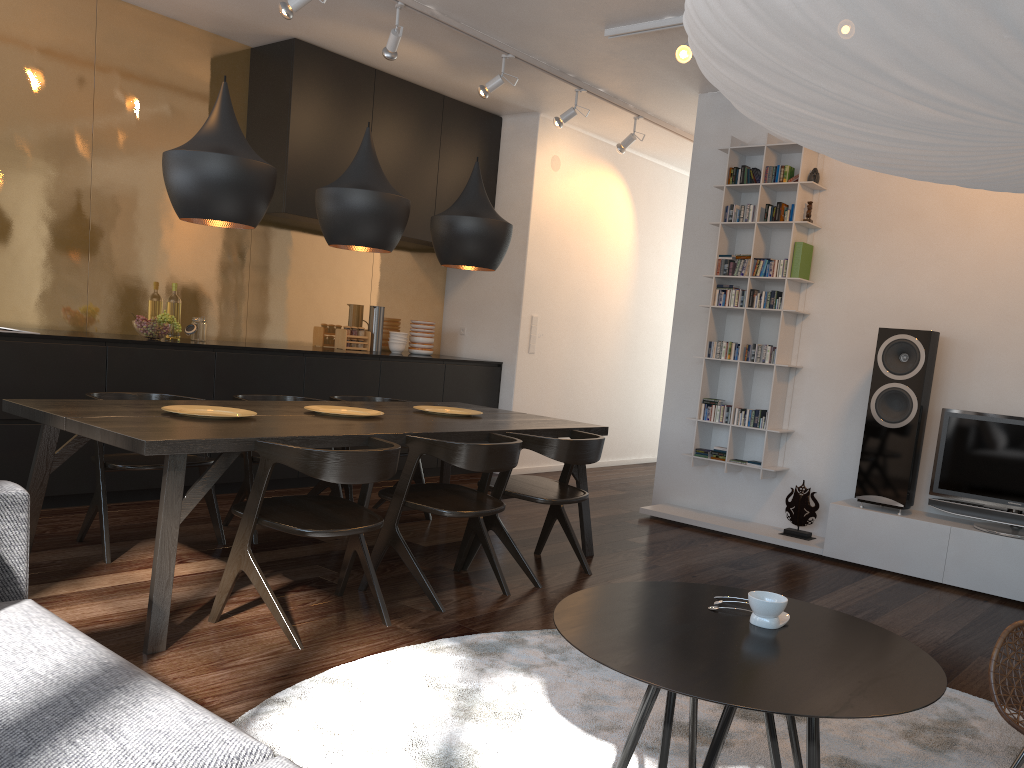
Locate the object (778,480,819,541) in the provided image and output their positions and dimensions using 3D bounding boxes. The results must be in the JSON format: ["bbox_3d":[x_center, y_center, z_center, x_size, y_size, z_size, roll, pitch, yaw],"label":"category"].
[{"bbox_3d":[1.746,0.751,5.340,0.211,0.353,0.121,10,8,40],"label":"object"}]

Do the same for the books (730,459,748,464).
[{"bbox_3d":[1.445,0.490,5.576,0.111,0.012,0.093,8,4,40],"label":"books"}]

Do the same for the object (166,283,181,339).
[{"bbox_3d":[-2.095,-0.454,5.475,0.092,0.342,0.091,6,7,7],"label":"object"}]

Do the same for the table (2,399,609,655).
[{"bbox_3d":[-0.747,0.478,4.008,1.099,0.684,2.499,9,5,40],"label":"table"}]

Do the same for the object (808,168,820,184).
[{"bbox_3d":[1.795,-1.231,5.251,0.064,0.102,0.059,7,6,16],"label":"object"}]

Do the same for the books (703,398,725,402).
[{"bbox_3d":[1.300,0.103,5.679,0.111,0.012,0.093,8,4,40],"label":"books"}]

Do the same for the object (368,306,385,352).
[{"bbox_3d":[-1.025,-0.419,6.733,0.113,0.342,0.164,12,9,43],"label":"object"}]

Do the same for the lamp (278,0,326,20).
[{"bbox_3d":[-0.995,-1.875,4.254,0.250,0.242,0.084,6,7,6],"label":"lamp"}]

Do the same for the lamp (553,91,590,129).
[{"bbox_3d":[0.405,-1.831,5.924,0.250,0.242,0.084,7,7,15],"label":"lamp"}]

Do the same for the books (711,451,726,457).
[{"bbox_3d":[1.329,0.443,5.623,0.106,0.023,0.069,8,4,40],"label":"books"}]

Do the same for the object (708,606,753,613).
[{"bbox_3d":[0.545,0.556,2.174,0.124,0.010,0.026,6,4,6],"label":"object"}]

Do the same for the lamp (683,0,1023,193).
[{"bbox_3d":[0.987,-0.440,1.294,1.471,0.211,1.459,5,3,-14],"label":"lamp"}]

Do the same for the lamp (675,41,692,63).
[{"bbox_3d":[0.888,-1.707,4.431,0.085,0.242,0.249,8,6,22],"label":"lamp"}]

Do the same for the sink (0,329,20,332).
[{"bbox_3d":[-2.025,-0.282,5.177,0.479,0.246,3.412,8,4,39],"label":"sink"}]

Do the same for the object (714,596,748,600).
[{"bbox_3d":[0.599,0.554,2.253,0.167,0.015,0.015,7,5,27],"label":"object"}]

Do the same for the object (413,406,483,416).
[{"bbox_3d":[-0.324,0.140,4.486,0.353,0.017,0.356,8,4,43],"label":"object"}]

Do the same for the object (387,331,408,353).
[{"bbox_3d":[-0.883,-0.321,6.836,0.158,0.161,0.153,3,6,-22],"label":"object"}]

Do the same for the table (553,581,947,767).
[{"bbox_3d":[0.493,0.802,2.025,0.841,0.476,0.847,9,5,42],"label":"table"}]

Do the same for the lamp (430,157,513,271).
[{"bbox_3d":[-0.194,-0.850,4.394,0.411,0.545,0.407,5,6,-3],"label":"lamp"}]

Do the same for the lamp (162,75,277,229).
[{"bbox_3d":[-1.093,-0.878,3.326,0.411,0.545,0.407,4,6,-17],"label":"lamp"}]

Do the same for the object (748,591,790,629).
[{"bbox_3d":[0.619,0.536,2.104,0.139,0.069,0.091,2,5,-38],"label":"object"}]

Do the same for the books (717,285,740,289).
[{"bbox_3d":[1.369,-0.612,5.597,0.111,0.022,0.096,8,4,40],"label":"books"}]

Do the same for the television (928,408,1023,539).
[{"bbox_3d":[2.620,0.473,4.553,0.345,0.605,0.782,2,6,-32],"label":"television"}]

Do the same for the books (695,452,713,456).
[{"bbox_3d":[1.241,0.449,5.701,0.091,0.014,0.069,8,4,40],"label":"books"}]

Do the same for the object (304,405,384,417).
[{"bbox_3d":[-0.754,0.126,3.975,0.354,0.017,0.354,7,3,21],"label":"object"}]

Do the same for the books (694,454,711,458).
[{"bbox_3d":[1.239,0.463,5.702,0.098,0.015,0.074,8,4,40],"label":"books"}]

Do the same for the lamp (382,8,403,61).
[{"bbox_3d":[-0.916,-1.122,5.547,0.089,1.862,1.818,3,6,-16],"label":"lamp"}]

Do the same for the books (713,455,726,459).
[{"bbox_3d":[1.334,0.462,5.622,0.091,0.014,0.069,8,4,40],"label":"books"}]

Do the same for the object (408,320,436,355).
[{"bbox_3d":[-0.714,-0.365,6.991,0.197,0.266,0.197,7,6,14],"label":"object"}]

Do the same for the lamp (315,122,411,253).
[{"bbox_3d":[-0.644,-0.864,3.860,0.410,0.545,0.408,7,6,16],"label":"lamp"}]

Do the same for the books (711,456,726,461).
[{"bbox_3d":[1.329,0.477,5.631,0.106,0.016,0.069,8,4,40],"label":"books"}]

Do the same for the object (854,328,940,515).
[{"bbox_3d":[2.152,0.207,4.918,0.293,1.011,0.280,11,9,39],"label":"object"}]

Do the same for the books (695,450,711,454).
[{"bbox_3d":[1.240,0.436,5.699,0.092,0.015,0.069,8,4,40],"label":"books"}]

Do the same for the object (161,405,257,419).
[{"bbox_3d":[-1.184,0.113,3.465,0.353,0.017,0.356,8,4,43],"label":"object"}]

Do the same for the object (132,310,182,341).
[{"bbox_3d":[-2.023,-0.340,5.028,0.177,0.174,0.238,8,5,24],"label":"object"}]

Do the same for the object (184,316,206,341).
[{"bbox_3d":[-1.938,-0.343,5.438,0.088,0.153,0.176,7,5,17],"label":"object"}]

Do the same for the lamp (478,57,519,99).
[{"bbox_3d":[-0.078,-1.846,5.348,0.250,0.242,0.084,6,7,10],"label":"lamp"}]

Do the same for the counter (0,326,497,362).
[{"bbox_3d":[-1.974,-0.261,5.307,0.727,0.002,5.057,8,4,40],"label":"counter"}]

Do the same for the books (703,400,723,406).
[{"bbox_3d":[1.287,0.120,5.669,0.106,0.023,0.069,8,4,40],"label":"books"}]

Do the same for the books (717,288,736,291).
[{"bbox_3d":[1.367,-0.596,5.594,0.111,0.012,0.093,8,4,40],"label":"books"}]

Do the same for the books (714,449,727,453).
[{"bbox_3d":[1.338,0.425,5.618,0.091,0.014,0.069,8,4,40],"label":"books"}]

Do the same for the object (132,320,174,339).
[{"bbox_3d":[-2.044,-0.303,5.032,0.219,0.098,0.217,5,4,-3],"label":"object"}]

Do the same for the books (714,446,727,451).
[{"bbox_3d":[1.340,0.411,5.617,0.091,0.014,0.069,8,4,40],"label":"books"}]

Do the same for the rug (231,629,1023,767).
[{"bbox_3d":[0.632,1.049,2.046,2.828,0.012,2.826,6,3,20],"label":"rug"}]

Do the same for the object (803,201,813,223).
[{"bbox_3d":[1.773,-1.022,5.275,0.045,0.141,0.064,9,8,31],"label":"object"}]

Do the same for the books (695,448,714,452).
[{"bbox_3d":[1.246,0.426,5.696,0.106,0.009,0.069,8,4,40],"label":"books"}]

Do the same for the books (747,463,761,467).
[{"bbox_3d":[1.518,0.502,5.487,0.091,0.014,0.069,8,4,40],"label":"books"}]

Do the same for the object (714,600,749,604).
[{"bbox_3d":[0.589,0.555,2.212,0.163,0.016,0.025,6,4,14],"label":"object"}]
